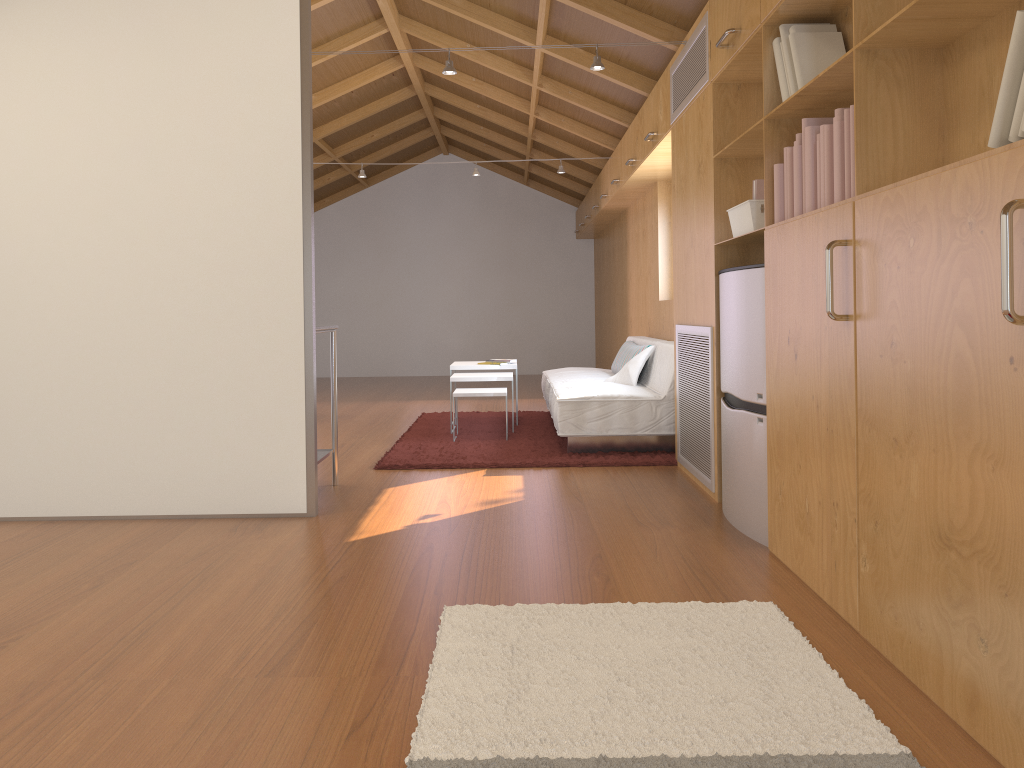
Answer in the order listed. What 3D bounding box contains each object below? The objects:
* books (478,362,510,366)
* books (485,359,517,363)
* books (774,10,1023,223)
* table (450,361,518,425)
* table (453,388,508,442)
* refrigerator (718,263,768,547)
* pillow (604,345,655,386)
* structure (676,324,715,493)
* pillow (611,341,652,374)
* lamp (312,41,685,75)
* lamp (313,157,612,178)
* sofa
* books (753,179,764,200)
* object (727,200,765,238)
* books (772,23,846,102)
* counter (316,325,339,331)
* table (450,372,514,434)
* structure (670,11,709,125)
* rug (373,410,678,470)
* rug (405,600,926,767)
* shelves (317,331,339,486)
[{"bbox_3d":[-0.131,-0.149,6.478,0.193,0.016,0.153,2,5,29],"label":"books"},{"bbox_3d":[-0.079,-0.171,6.547,0.193,0.016,0.153,1,5,20],"label":"books"},{"bbox_3d":[0.973,-0.742,1.437,0.189,0.657,3.116,-1,4,0],"label":"books"},{"bbox_3d":[-0.202,0.062,6.632,0.485,0.438,0.525,-1,3,0],"label":"table"},{"bbox_3d":[-0.202,0.196,5.769,0.342,0.308,0.370,-1,3,0],"label":"table"},{"bbox_3d":[0.966,0.046,3.404,0.262,0.986,0.714,-1,2,0],"label":"refrigerator"},{"bbox_3d":[0.767,-0.122,5.729,0.267,0.251,0.346,-3,4,-36],"label":"pillow"},{"bbox_3d":[0.874,0.079,4.255,0.013,0.720,0.821,-1,3,0],"label":"structure"},{"bbox_3d":[0.845,-0.171,6.353,0.171,0.251,1.044,-1,4,0],"label":"pillow"},{"bbox_3d":[-1.068,-1.580,4.308,3.828,0.153,0.072,-1,1,0],"label":"lamp"},{"bbox_3d":[-1.067,-1.836,7.501,3.828,0.153,0.072,-1,1,0],"label":"lamp"},{"bbox_3d":[0.667,0.016,6.075,0.862,0.627,2.360,-1,4,0],"label":"sofa"},{"bbox_3d":[0.973,-0.663,3.290,0.150,0.192,0.088,-1,1,0],"label":"books"},{"bbox_3d":[0.971,-0.631,3.415,0.203,0.122,0.350,-1,4,0],"label":"object"},{"bbox_3d":[0.977,-1.051,2.891,0.175,0.296,0.280,-1,2,0],"label":"books"},{"bbox_3d":[-1.902,-0.240,4.006,2.109,0.021,0.651,-1,5,0],"label":"counter"},{"bbox_3d":[-0.202,0.127,6.170,0.424,0.383,0.459,-1,3,0],"label":"table"},{"bbox_3d":[0.852,-1.501,4.278,0.013,0.300,0.905,-1,4,0],"label":"structure"},{"bbox_3d":[0.216,0.343,5.966,1.885,0.020,2.487,-1,5,0],"label":"rug"},{"bbox_3d":[0.270,0.774,0.617,0.916,0.011,3.731,-1,5,0],"label":"rug"},{"bbox_3d":[-1.897,0.154,4.006,2.092,0.752,0.633,-1,2,0],"label":"shelves"}]
